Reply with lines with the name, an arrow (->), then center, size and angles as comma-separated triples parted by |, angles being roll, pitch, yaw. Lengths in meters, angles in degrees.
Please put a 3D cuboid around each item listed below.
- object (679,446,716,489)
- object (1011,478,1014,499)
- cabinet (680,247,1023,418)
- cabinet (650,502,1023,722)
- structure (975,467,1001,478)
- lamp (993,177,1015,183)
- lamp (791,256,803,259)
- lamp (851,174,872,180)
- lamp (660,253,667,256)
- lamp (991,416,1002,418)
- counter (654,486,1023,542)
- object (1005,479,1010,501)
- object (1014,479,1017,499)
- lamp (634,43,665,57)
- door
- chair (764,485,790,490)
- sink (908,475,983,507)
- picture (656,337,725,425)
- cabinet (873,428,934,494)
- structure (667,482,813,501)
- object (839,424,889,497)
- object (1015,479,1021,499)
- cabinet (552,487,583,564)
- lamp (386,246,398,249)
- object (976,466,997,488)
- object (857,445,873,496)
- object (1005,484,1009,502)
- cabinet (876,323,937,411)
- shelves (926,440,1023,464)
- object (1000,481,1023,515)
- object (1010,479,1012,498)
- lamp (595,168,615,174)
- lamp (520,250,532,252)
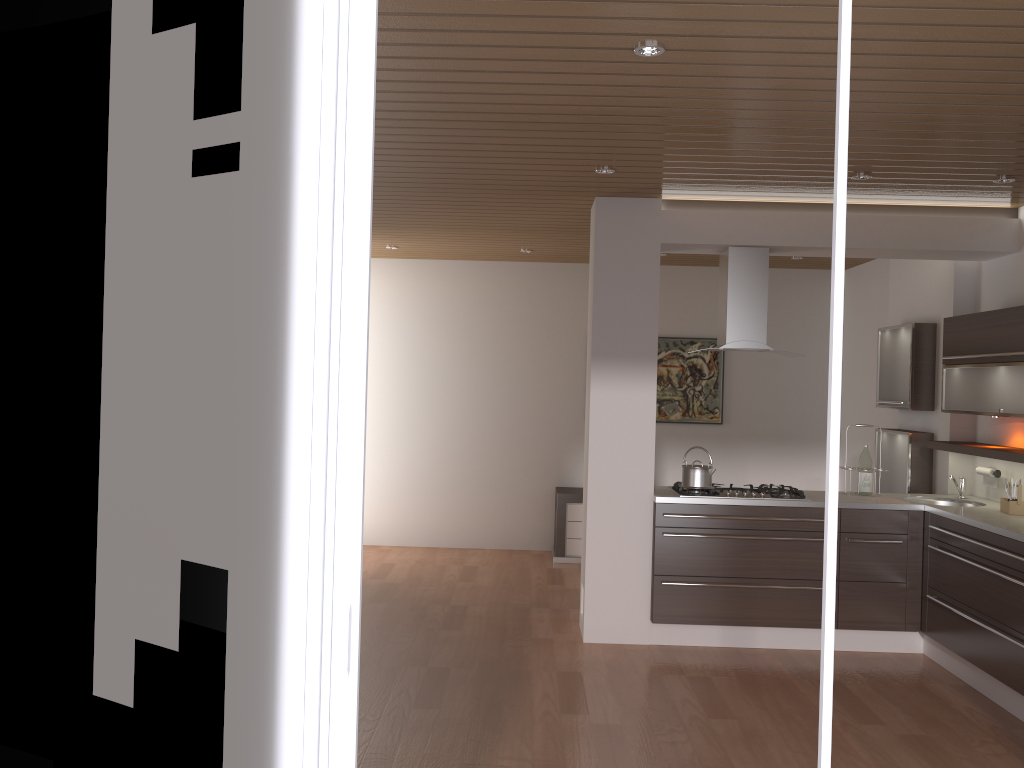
object -> 1.139, 0.509, 5.447 | 0.221, 0.251, 0.221 | 2, 0, -6
object -> 2.800, 0.626, 4.960 | 0.018, 0.196, 0.022 | 2, 0, 3
cabinet -> 2.052, -0.354, 4.970 | 2.058, 1.032, 1.399 | 2, 0, 5
cabinet -> 1.911, 1.172, 4.918 | 2.150, 0.870, 1.850 | 2, 0, 1
structure -> 2.968, 0.545, 5.485 | 0.087, 0.049, 0.237 | 2, 0, 1
lamp -> 2.588, -1.093, 4.661 | 0.102, 0.055, 0.102 | 2, 0, 29
lamp -> 2.432, -1.098, 7.562 | 0.102, 0.055, 0.102 | 2, 0, 18
lamp -> 1.843, -1.114, 4.674 | 0.102, 0.055, 0.102 | 2, 0, -27
lamp -> 1.277, -1.130, 7.582 | 0.102, 0.055, 0.102 | 2, 0, 18
lamp -> 2.879, 0.194, 5.267 | 0.056, 0.018, 0.056 | 2, 0, -27
counter -> 1.923, 0.719, 4.918 | 2.150, 0.036, 1.850 | 2, 0, 1
object -> 2.767, 0.622, 4.946 | 0.040, 0.192, 0.042 | 2, 0, -42
object -> 2.806, 0.626, 4.950 | 0.020, 0.196, 0.017 | 2, 0, 24
lamp -> 0.465, -1.152, 2.998 | 0.102, 0.055, 0.102 | 2, 0, -16
door -> 0.711, 0.223, 1.964 | 2.300, 2.700, 0.101 | 2, 0, 1
chair -> 1.746, 1.179, 6.485 | 0.608, 0.847, 0.491 | 2, 0, -29
sink -> 2.663, 0.740, 5.475 | 0.450, 0.347, 0.494 | 2, 0, 7
picture -> 1.336, -0.040, 8.281 | 1.277, 0.801, 0.018 | 2, 0, 1
cabinet -> 2.779, 0.632, 6.352 | 0.194, 0.600, 0.598 | 2, 0, 1
structure -> 1.411, 0.664, 5.558 | 0.797, 0.047, 0.494 | 2, 0, 1
object -> 2.258, 0.485, 5.701 | 0.291, 0.453, 0.210 | 2, 0, 6
object -> 2.815, 0.623, 4.936 | 0.040, 0.192, 0.042 | 2, 0, -41
cabinet -> 1.243, 1.284, 8.006 | 1.740, 0.608, 0.540 | 2, 0, 1
lamp -> -1.032, -1.194, 7.621 | 0.102, 0.055, 0.102 | 2, 0, -16
object -> 2.942, 0.578, 5.500 | 0.053, 0.119, 0.165 | 2, 0, 1
object -> 2.250, 0.548, 5.648 | 0.091, 0.319, 0.091 | 2, 0, 36
object -> 2.783, 0.635, 4.969 | 0.019, 0.178, 0.044 | 2, 0, -24
cabinet -> 2.740, -0.119, 6.335 | 0.172, 0.600, 0.619 | 2, 0, -13
shelves -> 2.864, 0.400, 4.902 | 0.313, 0.050, 1.850 | 2, 0, 1
object -> 2.825, 0.641, 4.984 | 0.100, 0.170, 0.173 | 2, 0, 13
object -> 2.785, 0.625, 4.943 | 0.023, 0.196, 0.018 | 2, 0, 3
lamp -> 0.494, -1.152, 4.697 | 0.102, 0.055, 0.102 | 2, 0, -16
lamp -> 0.122, -1.162, 7.602 | 0.102, 0.055, 0.102 | 2, 0, -16
